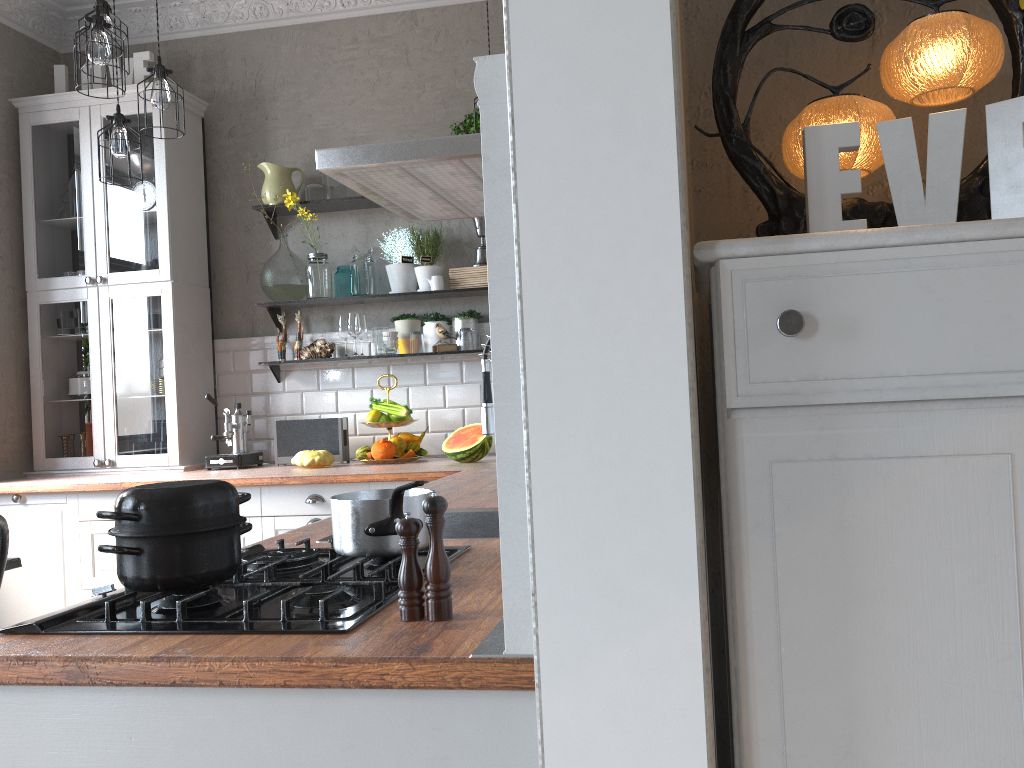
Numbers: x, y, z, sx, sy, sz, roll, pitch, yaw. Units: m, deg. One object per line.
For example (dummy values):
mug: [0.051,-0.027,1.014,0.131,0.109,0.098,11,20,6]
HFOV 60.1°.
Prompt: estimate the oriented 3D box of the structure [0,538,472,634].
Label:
structure: [-0.383,0.307,1.436,0.492,0.031,0.610,-3,-1,11]

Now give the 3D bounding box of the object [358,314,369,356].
object: [-0.761,-0.242,4.471,0.082,0.217,0.081,-3,-1,-3]

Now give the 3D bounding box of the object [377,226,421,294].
object: [-0.540,-0.618,4.457,0.240,0.354,0.238,-3,-1,29]

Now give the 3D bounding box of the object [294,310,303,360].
object: [-1.083,-0.246,4.516,0.063,0.264,0.052,-2,-1,-43]

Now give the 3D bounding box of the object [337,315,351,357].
object: [-0.845,-0.237,4.490,0.082,0.217,0.081,-3,-1,-3]

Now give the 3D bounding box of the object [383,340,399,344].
object: [-0.593,-0.186,4.339,0.077,0.051,0.077,-3,-1,4]

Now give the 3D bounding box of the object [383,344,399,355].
object: [-0.592,-0.169,4.339,0.077,0.051,0.077,-3,-1,4]

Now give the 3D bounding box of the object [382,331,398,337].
object: [-0.595,-0.229,4.340,0.077,0.051,0.077,-3,-1,-3]

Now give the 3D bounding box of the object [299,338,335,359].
object: [-0.983,-0.176,4.473,0.178,0.111,0.095,-3,-1,-12]

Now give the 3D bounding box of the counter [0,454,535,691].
counter: [-1.148,0.399,2.896,3.138,0.039,3.416,-3,-1,11]

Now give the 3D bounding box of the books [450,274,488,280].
books: [-0.160,-0.522,4.366,0.258,0.011,0.159,-3,-1,13]

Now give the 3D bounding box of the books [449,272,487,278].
books: [-0.161,-0.532,4.366,0.258,0.011,0.159,-3,-1,16]

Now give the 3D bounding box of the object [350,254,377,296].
object: [-0.738,-0.534,4.399,0.122,0.206,0.127,-3,-1,34]

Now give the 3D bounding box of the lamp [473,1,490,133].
lamp: [-0.114,-1.825,3.550,0.143,1.735,0.150,-3,-1,43]

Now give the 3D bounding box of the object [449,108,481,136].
object: [-0.156,-1.143,4.334,0.256,0.397,0.246,-3,-1,36]

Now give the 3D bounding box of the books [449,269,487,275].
books: [-0.161,-0.543,4.366,0.257,0.016,0.160,-3,-1,23]

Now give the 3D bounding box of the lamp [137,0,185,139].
lamp: [-1.311,-1.776,3.228,0.147,1.735,0.146,-3,-1,-2]

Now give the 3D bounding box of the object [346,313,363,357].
object: [-0.777,-0.242,4.382,0.082,0.217,0.081,-3,-1,-3]

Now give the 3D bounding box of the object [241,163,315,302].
object: [-1.181,-0.750,4.467,0.339,0.674,0.333,-2,-1,-21]

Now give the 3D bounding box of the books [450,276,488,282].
books: [-0.160,-0.510,4.366,0.258,0.011,0.159,-3,-1,16]

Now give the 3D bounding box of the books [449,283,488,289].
books: [-0.158,-0.478,4.365,0.258,0.011,0.159,-3,-1,16]

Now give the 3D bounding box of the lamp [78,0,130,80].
lamp: [-1.458,-1.952,3.096,0.147,1.735,0.146,-3,-1,-2]

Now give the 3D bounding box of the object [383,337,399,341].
object: [-0.594,-0.203,4.339,0.076,0.051,0.078,-3,-1,30]

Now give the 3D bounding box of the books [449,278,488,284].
books: [-0.159,-0.500,4.366,0.257,0.016,0.160,-3,-1,19]

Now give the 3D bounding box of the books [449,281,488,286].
books: [-0.159,-0.489,4.365,0.257,0.016,0.160,-3,-1,23]

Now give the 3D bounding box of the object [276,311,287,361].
object: [-1.182,-0.241,4.549,0.054,0.264,0.061,-2,-1,-18]

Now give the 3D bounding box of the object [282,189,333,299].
object: [-1.016,-0.690,4.393,0.191,0.540,0.281,-3,-1,3]

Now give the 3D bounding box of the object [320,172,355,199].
object: [-0.875,-1.000,4.467,0.176,0.184,0.168,-2,-1,-40]

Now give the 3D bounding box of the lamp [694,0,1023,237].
lamp: [0.469,-0.322,1.151,0.444,0.558,0.174,-3,-1,18]

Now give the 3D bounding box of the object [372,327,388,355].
object: [-0.652,-0.209,4.394,0.080,0.139,0.078,-2,-1,-16]

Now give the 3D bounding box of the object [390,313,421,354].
object: [-0.534,-0.254,4.458,0.158,0.217,0.155,-3,-1,-9]

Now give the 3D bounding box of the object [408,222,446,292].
object: [-0.422,-0.637,4.383,0.187,0.380,0.166,-2,-1,-28]

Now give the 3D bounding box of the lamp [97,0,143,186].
lamp: [-1.474,-1.608,3.259,0.149,1.735,0.144,-2,-1,-22]

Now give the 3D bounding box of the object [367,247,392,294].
object: [-0.685,-0.563,4.544,0.130,0.264,0.133,-3,-1,16]

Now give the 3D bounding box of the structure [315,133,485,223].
structure: [-0.093,-1.333,2.461,0.707,1.595,0.717,-3,-1,11]

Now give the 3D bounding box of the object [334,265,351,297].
object: [-0.839,-0.511,4.508,0.125,0.172,0.127,-3,-1,14]

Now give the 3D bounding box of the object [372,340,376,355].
object: [-0.664,-0.180,4.473,0.076,0.083,0.079,-3,-1,29]

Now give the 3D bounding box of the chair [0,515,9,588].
chair: [-1.554,0.791,2.188,0.546,0.920,0.440,-3,-1,8]

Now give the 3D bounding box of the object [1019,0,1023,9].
object: [0.719,-0.450,1.028,0.348,0.553,0.291,-2,-1,-45]

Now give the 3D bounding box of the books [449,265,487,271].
books: [-0.162,-0.564,4.366,0.258,0.011,0.159,-3,-1,16]

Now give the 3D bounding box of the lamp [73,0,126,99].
lamp: [-1.392,-1.827,2.921,0.149,1.735,0.144,-2,-1,-32]

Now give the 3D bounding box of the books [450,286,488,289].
books: [-0.157,-0.467,4.365,0.258,0.011,0.159,-3,-1,13]

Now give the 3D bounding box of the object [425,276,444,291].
object: [-0.363,-0.488,4.307,0.104,0.071,0.064,-3,-1,41]

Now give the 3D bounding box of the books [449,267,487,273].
books: [-0.161,-0.554,4.366,0.257,0.016,0.160,-3,-1,19]
